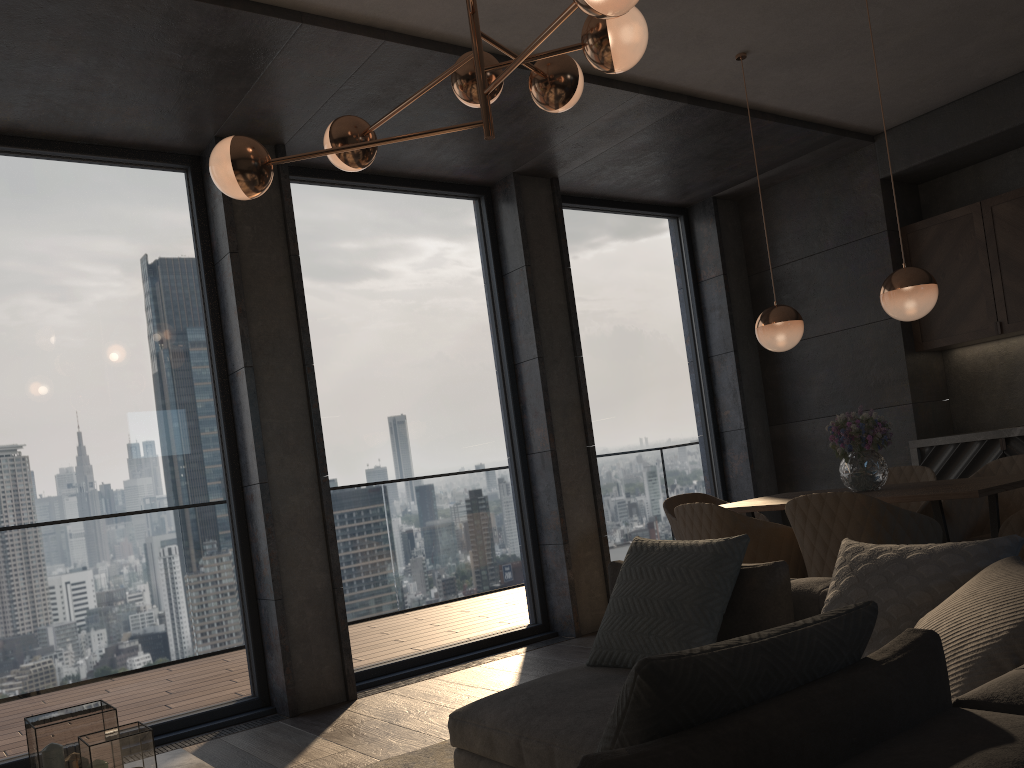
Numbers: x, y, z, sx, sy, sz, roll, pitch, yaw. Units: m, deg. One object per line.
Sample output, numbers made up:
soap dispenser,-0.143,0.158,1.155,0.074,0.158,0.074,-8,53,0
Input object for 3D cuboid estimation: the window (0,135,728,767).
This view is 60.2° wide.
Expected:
window,-1.338,0.252,4.852,7.235,2.992,0.200,-4,-3,-36

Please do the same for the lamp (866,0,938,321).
lamp,1.687,-1.046,3.960,0.240,1.540,0.238,-8,-1,29

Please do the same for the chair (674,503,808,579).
chair,1.091,0.931,4.078,0.508,0.834,0.559,-6,-3,-27

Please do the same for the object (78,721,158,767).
object,-0.998,0.999,2.250,0.149,0.220,0.149,-6,-3,-36

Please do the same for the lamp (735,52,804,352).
lamp,1.280,-0.928,4.526,0.238,1.540,0.241,-7,-1,-31

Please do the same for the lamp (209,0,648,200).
lamp,-0.162,-1.185,2.745,1.473,1.035,1.013,-10,-4,30

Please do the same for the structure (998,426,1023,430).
structure,3.423,0.231,5.425,0.502,0.017,0.616,-3,-8,-36

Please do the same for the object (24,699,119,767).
object,-1.175,1.016,2.379,0.195,0.260,0.201,-6,-4,-36

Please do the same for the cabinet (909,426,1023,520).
cabinet,3.956,0.556,4.735,0.598,0.946,3.424,-6,-6,-36

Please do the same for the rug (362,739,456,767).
rug,-0.660,1.386,2.300,3.130,0.020,1.746,-3,-8,-36

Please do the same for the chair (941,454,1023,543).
chair,2.389,0.770,4.205,0.508,0.834,0.560,-6,-3,-37

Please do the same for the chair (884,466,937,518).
chair,2.029,0.878,4.744,0.508,0.834,0.560,-5,-4,-42

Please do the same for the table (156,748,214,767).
table,-1.164,1.288,2.247,0.926,0.308,0.939,-3,-7,-36

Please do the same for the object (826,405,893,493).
object,1.668,0.307,4.205,0.299,0.408,0.328,-9,-3,24

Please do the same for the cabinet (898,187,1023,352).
cabinet,3.848,-0.940,4.832,0.368,0.862,3.424,-6,-6,-36

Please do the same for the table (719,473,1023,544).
table,1.716,0.892,4.185,0.765,0.766,1.480,-5,-6,-36

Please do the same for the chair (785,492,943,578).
chair,1.449,0.828,3.585,0.508,0.834,0.560,-5,-4,-42

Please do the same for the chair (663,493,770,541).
chair,1.180,1.013,4.929,0.552,0.834,0.514,-6,-3,-32

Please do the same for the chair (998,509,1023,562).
chair,2.224,0.706,3.428,0.552,0.834,0.514,-6,-3,-32

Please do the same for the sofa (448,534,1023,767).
sofa,0.104,0.847,1.887,2.899,0.781,2.042,-3,-7,-37
